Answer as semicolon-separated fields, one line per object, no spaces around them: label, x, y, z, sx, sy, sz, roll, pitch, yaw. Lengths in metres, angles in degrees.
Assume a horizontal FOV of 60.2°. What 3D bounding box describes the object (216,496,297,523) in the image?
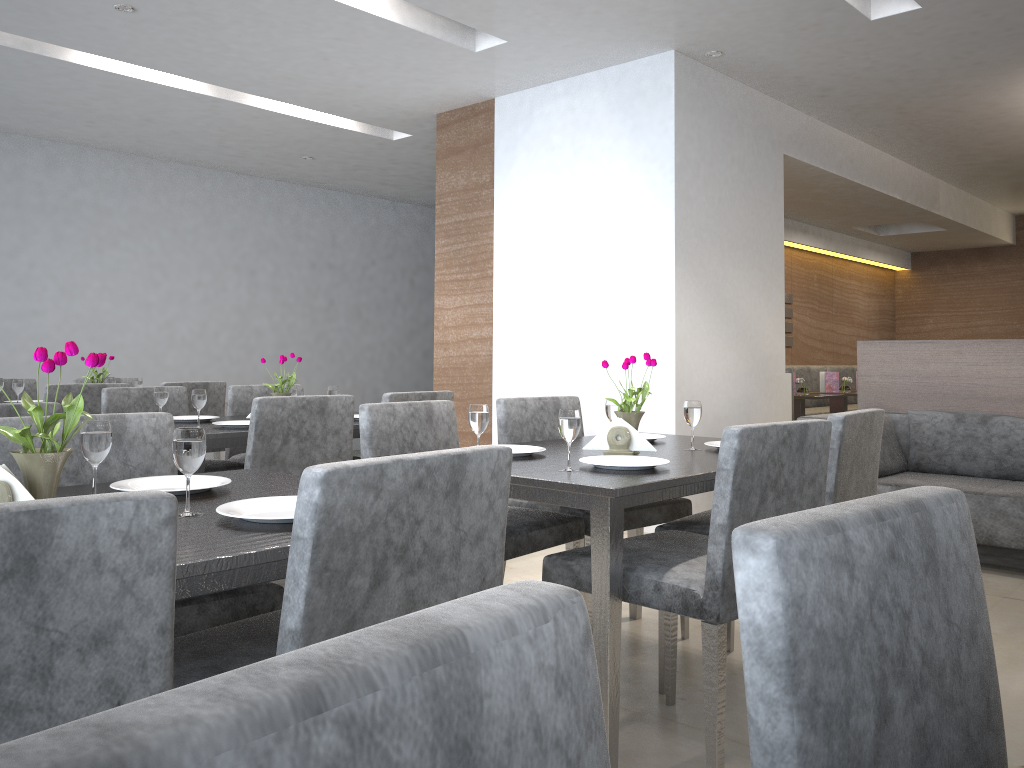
object;-0.363;0.204;1.422;0.216;0.015;0.217;2;2;42

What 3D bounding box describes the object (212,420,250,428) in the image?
object;-0.994;0.149;3.263;0.217;0.015;0.216;1;2;23

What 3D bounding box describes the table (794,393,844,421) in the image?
table;2.029;0.402;6.322;0.505;0.657;0.505;-1;-2;42

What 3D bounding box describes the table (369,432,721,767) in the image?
table;0.316;0.506;2.433;0.777;0.636;1.188;0;0;43

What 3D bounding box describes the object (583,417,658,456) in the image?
object;0.290;0.140;2.384;0.203;0.100;0.070;1;-1;12

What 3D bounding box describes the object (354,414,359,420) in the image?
object;-0.598;0.140;3.694;0.217;0.015;0.216;1;2;23

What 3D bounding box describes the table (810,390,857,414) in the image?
table;2.546;0.391;6.886;0.505;0.657;0.505;-1;-2;42

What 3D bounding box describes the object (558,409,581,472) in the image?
object;0.131;0.129;2.026;0.053;0.140;0.053;1;-2;-5

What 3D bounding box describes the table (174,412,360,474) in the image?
table;-0.945;0.466;3.587;0.777;0.636;1.188;0;0;43

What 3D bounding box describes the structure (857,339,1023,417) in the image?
structure;3.379;0.306;3.700;3.772;1.011;0.223;2;-1;42

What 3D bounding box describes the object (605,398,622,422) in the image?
object;0.306;0.113;2.648;0.053;0.140;0.053;0;-2;0

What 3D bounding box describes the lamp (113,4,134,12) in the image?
lamp;-1.796;-1.737;4.087;0.089;0.007;0.089;0;2;-3

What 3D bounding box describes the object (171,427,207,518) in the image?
object;-0.519;0.141;1.419;0.053;0.140;0.053;1;-2;-5

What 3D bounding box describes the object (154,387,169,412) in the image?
object;-1.340;0.082;3.372;0.053;0.140;0.053;0;-2;0

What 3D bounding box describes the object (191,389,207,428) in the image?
object;-1.124;0.089;3.175;0.053;0.140;0.053;0;-2;0

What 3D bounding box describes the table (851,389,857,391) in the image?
table;3.064;0.379;7.450;0.505;0.657;0.505;-1;-2;42

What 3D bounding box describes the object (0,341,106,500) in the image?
object;-0.694;0.074;1.322;0.104;0.277;0.154;-2;-3;40

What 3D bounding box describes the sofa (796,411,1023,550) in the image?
sofa;3.029;0.507;3.303;3.796;0.630;0.834;2;1;42

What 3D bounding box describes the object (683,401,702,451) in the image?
object;0.515;0.118;2.522;0.053;0.140;0.053;0;-2;0

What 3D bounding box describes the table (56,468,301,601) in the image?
table;-0.709;0.530;1.315;0.777;0.636;1.188;0;0;43

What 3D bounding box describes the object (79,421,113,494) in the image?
object;-0.729;0.136;1.545;0.053;0.140;0.053;1;-2;-5

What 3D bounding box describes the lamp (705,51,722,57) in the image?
lamp;1.059;-1.732;4.641;0.089;0.007;0.089;0;2;-3

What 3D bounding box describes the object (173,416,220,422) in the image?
object;-1.278;0.140;3.523;0.217;0.015;0.216;1;2;23

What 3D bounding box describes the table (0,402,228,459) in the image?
table;-2.258;0.424;4.788;0.777;0.636;1.188;0;0;43

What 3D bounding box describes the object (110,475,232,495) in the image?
object;-0.647;0.195;1.682;0.216;0.015;0.217;2;2;42

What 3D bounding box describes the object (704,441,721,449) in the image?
object;0.663;0.180;2.540;0.216;0.015;0.217;2;2;42

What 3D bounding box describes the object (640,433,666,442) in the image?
object;0.378;0.171;2.800;0.217;0.015;0.216;0;2;-1

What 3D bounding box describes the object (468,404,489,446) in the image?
object;-0.084;0.122;2.223;0.053;0.140;0.053;0;-2;0

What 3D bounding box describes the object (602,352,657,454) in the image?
object;0.331;0.050;2.439;0.104;0.277;0.154;-2;-3;40

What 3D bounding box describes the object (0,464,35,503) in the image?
object;-0.735;0.163;1.266;0.203;0.100;0.070;1;-1;12

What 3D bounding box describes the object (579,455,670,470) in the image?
object;0.268;0.189;2.109;0.216;0.015;0.217;2;2;42

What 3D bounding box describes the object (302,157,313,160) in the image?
object;-1.646;-1.818;7.116;0.089;0.007;0.089;0;2;-3

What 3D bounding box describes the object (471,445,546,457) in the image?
object;-0.017;0.180;2.369;0.217;0.015;0.216;0;2;-1

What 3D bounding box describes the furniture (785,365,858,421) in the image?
furniture;4.203;0.301;6.913;4.254;0.856;5.641;2;2;42
